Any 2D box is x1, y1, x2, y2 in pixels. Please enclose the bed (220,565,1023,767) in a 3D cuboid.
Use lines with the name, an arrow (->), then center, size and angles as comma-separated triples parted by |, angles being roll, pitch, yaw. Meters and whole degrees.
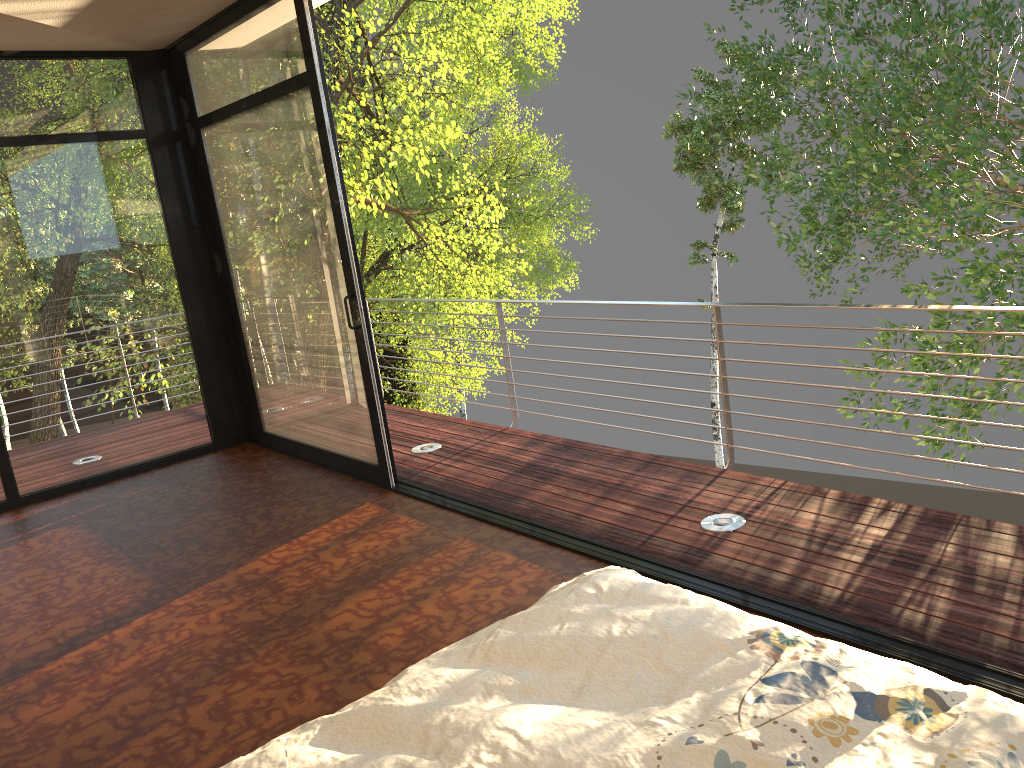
bed -> -0.011, 0.867, 0.815 | 2.228, 0.711, 1.768 | -17, 15, -37
